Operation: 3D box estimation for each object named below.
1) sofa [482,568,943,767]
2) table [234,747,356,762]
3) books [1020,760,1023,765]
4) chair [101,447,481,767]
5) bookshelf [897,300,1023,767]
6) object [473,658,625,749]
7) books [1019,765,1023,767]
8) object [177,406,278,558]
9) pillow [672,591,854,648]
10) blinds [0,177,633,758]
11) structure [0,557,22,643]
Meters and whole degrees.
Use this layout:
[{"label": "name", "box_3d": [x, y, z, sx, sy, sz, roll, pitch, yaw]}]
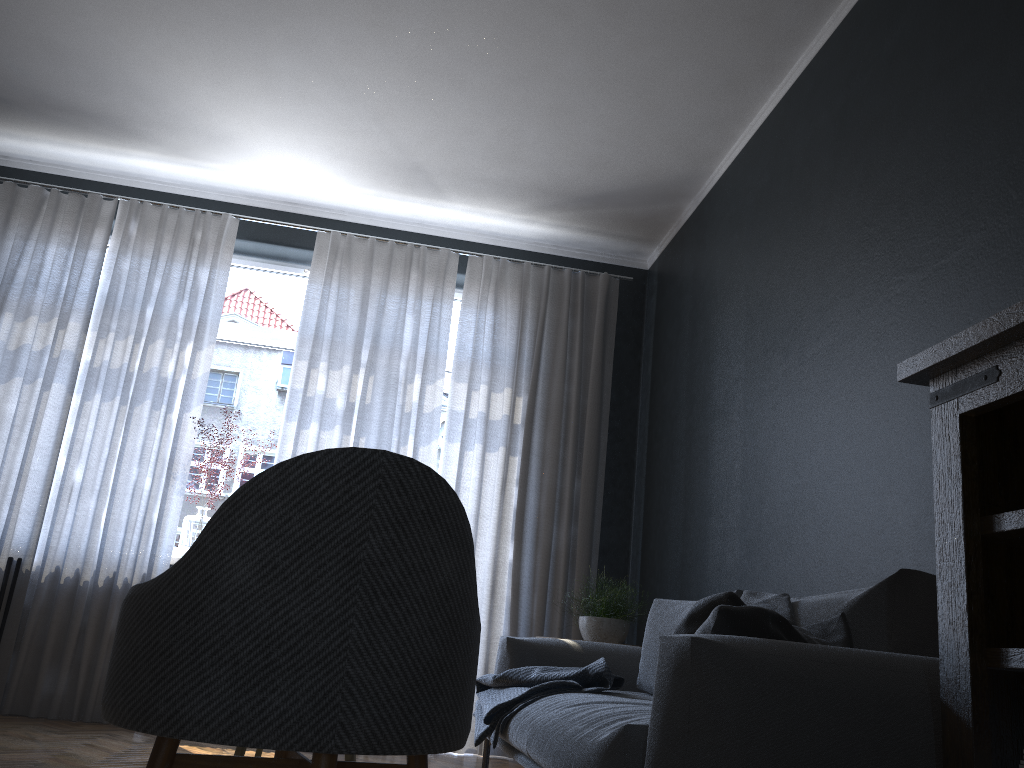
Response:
[{"label": "sofa", "box_3d": [0.511, 1.010, 2.725, 0.970, 0.795, 2.349, 8, -17, -8]}, {"label": "table", "box_3d": [-0.549, 0.920, 2.349, 0.339, 0.547, 0.791, 8, -17, -7]}, {"label": "books", "box_3d": [0.957, 0.592, 1.316, 0.218, 0.008, 0.306, 7, -17, -4]}, {"label": "chair", "box_3d": [-0.330, 0.547, 1.505, 0.646, 0.808, 0.496, 15, -19, -28]}, {"label": "bookshelf", "box_3d": [1.112, 0.287, 0.780, 0.451, 1.167, 1.926, 8, -17, -7]}, {"label": "object", "box_3d": [0.115, 1.147, 3.228, 0.490, 0.328, 0.669, 7, -17, -3]}, {"label": "books", "box_3d": [0.954, 0.598, 1.314, 0.218, 0.008, 0.306, 7, -17, -4]}, {"label": "object", "box_3d": [-1.641, 0.557, 4.862, 0.515, 0.806, 0.600, 16, -19, -32]}, {"label": "pillow", "box_3d": [0.576, 0.663, 2.174, 0.442, 0.360, 0.801, 3, -17, 10]}, {"label": "blinds", "box_3d": [-1.367, 0.418, 4.852, 3.993, 2.777, 0.313, 8, -16, -7]}, {"label": "structure", "box_3d": [-2.150, 1.248, 4.560, 1.847, 0.598, 0.216, 8, -16, -7]}]
